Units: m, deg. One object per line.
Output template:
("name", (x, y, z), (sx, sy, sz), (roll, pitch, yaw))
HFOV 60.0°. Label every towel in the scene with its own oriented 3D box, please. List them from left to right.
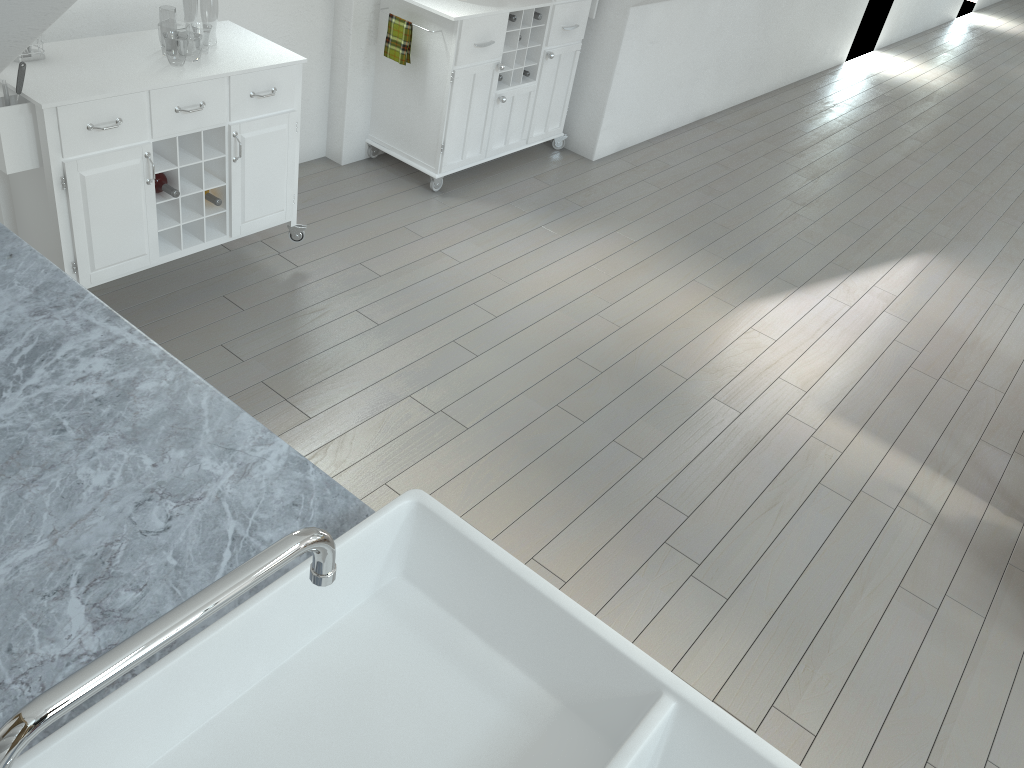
("towel", (-0.549, -1.666, 4.285), (0.151, 0.201, 0.049), (32, 40, 25))

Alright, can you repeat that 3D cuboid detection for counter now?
("counter", (0.759, 0.976, 0.303), (6.614, 0.611, 0.969), (32, 40, 25))

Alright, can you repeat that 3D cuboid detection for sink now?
("sink", (-0.002, 0.630, 1.036), (1.027, 0.199, 0.733), (32, 40, 25))

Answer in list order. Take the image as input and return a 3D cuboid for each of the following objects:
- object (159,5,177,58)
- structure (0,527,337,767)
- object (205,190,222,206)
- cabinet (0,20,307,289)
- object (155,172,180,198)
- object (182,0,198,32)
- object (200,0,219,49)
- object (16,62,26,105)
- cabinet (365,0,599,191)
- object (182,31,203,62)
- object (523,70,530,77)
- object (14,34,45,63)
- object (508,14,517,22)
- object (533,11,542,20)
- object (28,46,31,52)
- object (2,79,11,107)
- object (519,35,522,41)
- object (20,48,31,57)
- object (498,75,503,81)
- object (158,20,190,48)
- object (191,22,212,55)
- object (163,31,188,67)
("object", (-1.172, -1.198, 3.027), (0.048, 0.167, 0.048), (23, 37, 15))
("structure", (-0.338, 0.368, 0.785), (0.214, 0.522, 0.337), (19, 36, 9))
("object", (-1.212, -0.746, 3.364), (0.319, 0.082, 0.082), (32, 40, 25))
("cabinet", (-1.317, -0.798, 3.245), (0.500, 0.778, 1.143), (32, 40, 24))
("object", (-1.286, -0.731, 3.150), (0.319, 0.084, 0.082), (33, 40, 25))
("object", (-1.139, -1.285, 3.143), (0.054, 0.176, 0.055), (17, 36, 7))
("object", (-1.081, -1.295, 3.167), (0.063, 0.184, 0.063), (22, 37, 13))
("object", (-1.484, -0.833, 2.648), (0.088, 0.265, 0.029), (-8, 40, -26))
("cabinet", (-0.154, -1.774, 4.778), (0.613, 1.138, 1.252), (32, 40, 24))
("object", (-1.116, -1.166, 3.069), (0.077, 0.084, 0.078), (23, 37, 15))
("object", (-0.050, -1.754, 4.854), (0.360, 0.080, 0.082), (31, 40, 23))
("object", (-1.549, -1.098, 2.814), (0.067, 0.136, 0.102), (32, 40, 25))
("object", (-0.123, -1.918, 4.536), (0.361, 0.093, 0.093), (32, 40, 25))
("object", (0.010, -1.992, 4.681), (0.362, 0.083, 0.088), (32, 40, 25))
("object", (-1.522, -1.128, 2.807), (0.039, 0.162, 0.025), (-19, 46, -36))
("object", (-1.522, -0.796, 2.690), (0.038, 0.258, 0.039), (-4, 39, -21))
("object", (-0.086, -1.874, 4.673), (0.333, 0.084, 0.086), (32, 40, 25))
("object", (-1.553, -1.124, 2.789), (0.055, 0.172, 0.039), (32, 40, 25))
("object", (-0.161, -1.692, 4.734), (0.333, 0.084, 0.157), (33, 41, 26))
("object", (-1.184, -1.215, 3.109), (0.094, 0.092, 0.095), (23, 37, 15))
("object", (-1.096, -1.217, 3.133), (0.071, 0.097, 0.072), (-10, 42, -28))
("object", (-1.134, -1.126, 2.993), (0.082, 0.104, 0.082), (-19, 46, -36))
